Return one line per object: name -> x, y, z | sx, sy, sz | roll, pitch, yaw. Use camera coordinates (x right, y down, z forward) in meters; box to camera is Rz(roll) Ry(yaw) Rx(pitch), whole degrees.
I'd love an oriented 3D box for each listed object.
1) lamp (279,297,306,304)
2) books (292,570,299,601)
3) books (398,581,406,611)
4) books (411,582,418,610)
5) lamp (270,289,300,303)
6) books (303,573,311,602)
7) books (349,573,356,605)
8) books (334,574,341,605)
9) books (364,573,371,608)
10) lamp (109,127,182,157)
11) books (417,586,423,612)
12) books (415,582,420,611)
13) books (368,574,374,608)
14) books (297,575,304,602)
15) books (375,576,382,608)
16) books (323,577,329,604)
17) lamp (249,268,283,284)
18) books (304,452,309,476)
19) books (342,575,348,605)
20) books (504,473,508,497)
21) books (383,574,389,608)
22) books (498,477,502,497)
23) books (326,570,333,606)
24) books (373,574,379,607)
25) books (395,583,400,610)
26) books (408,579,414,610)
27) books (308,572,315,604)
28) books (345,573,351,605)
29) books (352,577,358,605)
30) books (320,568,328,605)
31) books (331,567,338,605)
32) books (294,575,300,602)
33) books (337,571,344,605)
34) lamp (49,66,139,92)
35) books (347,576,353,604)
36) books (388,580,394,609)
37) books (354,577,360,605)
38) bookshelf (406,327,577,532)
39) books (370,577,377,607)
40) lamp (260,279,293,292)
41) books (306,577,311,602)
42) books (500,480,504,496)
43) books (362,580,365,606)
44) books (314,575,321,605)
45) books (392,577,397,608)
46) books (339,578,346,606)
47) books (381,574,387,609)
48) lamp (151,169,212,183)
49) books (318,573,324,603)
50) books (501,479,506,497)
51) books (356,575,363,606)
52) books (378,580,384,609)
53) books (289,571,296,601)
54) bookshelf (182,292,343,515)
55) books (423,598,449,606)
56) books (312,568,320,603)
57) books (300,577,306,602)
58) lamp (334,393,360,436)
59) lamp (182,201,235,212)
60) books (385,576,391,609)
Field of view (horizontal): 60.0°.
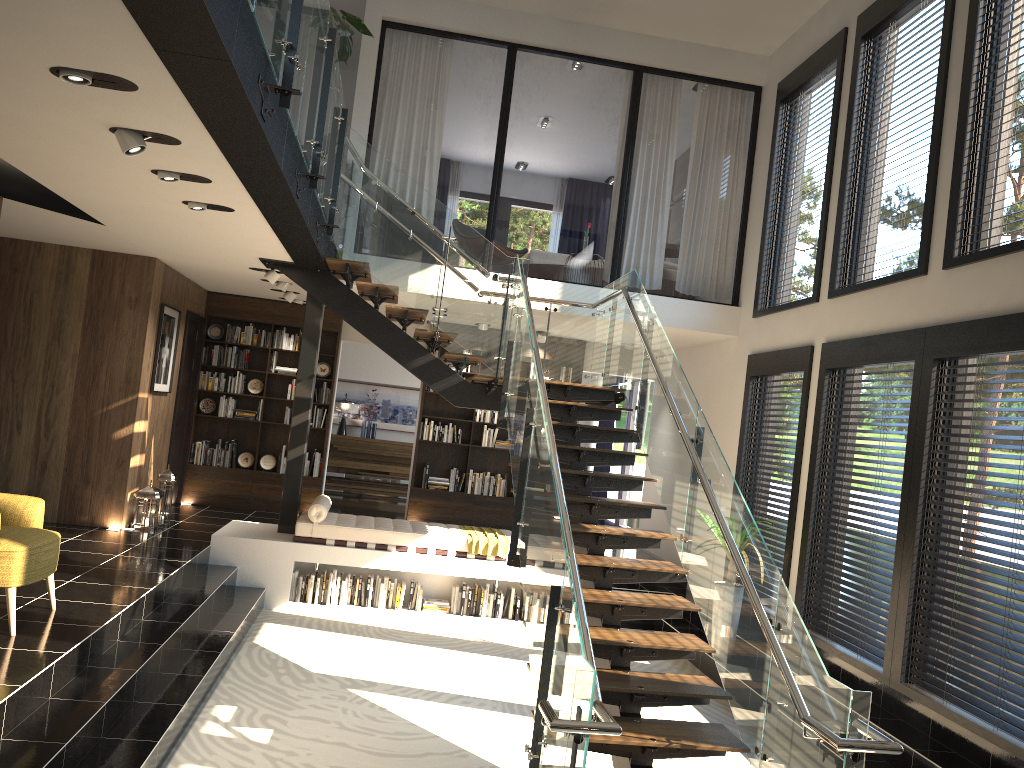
lamp -> -2.735, -1.099, 11.073 | 0.346, 0.177, 0.195 | 7, -2, -8
books -> -2.109, 1.960, 8.640 | 0.024, 0.285, 0.130 | 7, -2, -8
books -> -1.096, 2.101, 8.814 | 0.050, 0.258, 0.215 | 7, -2, -8
books -> -0.977, 2.121, 8.880 | 0.045, 0.251, 0.142 | 7, -2, -8
lamp -> -2.635, -1.079, 10.300 | 0.346, 0.262, 0.195 | 7, -2, -8
books -> -2.007, 1.988, 8.673 | 0.030, 0.256, 0.145 | 7, -2, -8
books -> -1.580, 2.030, 8.795 | 0.025, 0.285, 0.137 | 7, -2, -8
books -> -1.706, 2.011, 8.689 | 0.025, 0.282, 0.149 | 7, -2, -8
books -> -1.425, 2.040, 8.766 | 0.033, 0.299, 0.196 | 7, -2, -8
lamp -> -1.840, -1.257, 4.458 | 0.346, 0.247, 0.195 | 7, -2, -8
books -> -0.919, 2.144, 8.862 | 0.030, 0.218, 0.186 | 7, -2, -8
books -> -0.942, 2.122, 8.858 | 0.020, 0.257, 0.154 | 7, -2, -8
books -> -1.398, 2.047, 8.782 | 0.025, 0.293, 0.205 | 7, -2, -8
books -> -2.061, 1.988, 8.634 | 0.027, 0.241, 0.150 | 7, -2, -8
books -> -1.324, 2.059, 8.800 | 0.025, 0.287, 0.169 | 7, -2, -8
books -> -1.812, 2.021, 8.680 | 0.029, 0.237, 0.147 | 7, -2, -8
lamp -> -2.426, -1.124, 8.765 | 0.346, 0.262, 0.195 | 7, -2, -8
books -> -2.650, 1.031, 11.449 | 0.011, 0.300, 0.154 | 7, -2, -8
books -> -1.638, 2.026, 8.719 | 0.021, 0.270, 0.148 | 7, -2, -8
books -> -0.092, 1.344, 11.775 | 0.022, 0.307, 0.131 | 7, -2, -8
books -> -1.248, 2.059, 8.800 | 0.020, 0.305, 0.172 | 7, -2, -8
books -> -0.167, 1.362, 11.734 | 0.028, 0.250, 0.162 | 7, -2, -8
books -> -1.777, 1.988, 8.660 | 0.028, 0.309, 0.211 | 7, -2, -8
books -> -1.348, 2.046, 8.806 | 0.023, 0.308, 0.126 | 7, -2, -8
books -> -1.135, 2.109, 8.800 | 0.028, 0.232, 0.206 | 7, -2, -8
books -> -1.010, 2.100, 8.859 | 0.030, 0.284, 0.176 | 7, -2, -8
books -> -1.950, 1.985, 8.643 | 0.035, 0.273, 0.200 | 7, -2, -8
books -> -1.619, 2.017, 8.745 | 0.020, 0.295, 0.102 | 7, -2, -8
books -> -1.556, 2.045, 8.783 | 0.023, 0.260, 0.133 | 7, -2, -8
books -> -1.833, 1.975, 8.655 | 0.030, 0.322, 0.203 | 7, -2, -8
books -> -1.740, 1.979, 8.686 | 0.051, 0.338, 0.187 | 7, -2, -8
books -> -2.087, 1.990, 8.628 | 0.024, 0.229, 0.171 | 7, -2, -8
books -> -1.683, 1.999, 8.702 | 0.021, 0.313, 0.139 | 7, -2, -8
lamp -> -1.730, -1.324, 3.690 | 0.346, 0.158, 0.195 | 7, -2, -8
books -> -1.607, 2.046, 8.792 | 0.026, 0.246, 0.149 | 7, -2, -8
books -> -1.204, 2.092, 8.825 | 0.034, 0.252, 0.151 | 7, -2, -8
books -> -1.532, 2.046, 8.769 | 0.019, 0.261, 0.183 | 7, -2, -8
bookshelf -> -0.205, 0.639, 11.796 | 2.090, 2.681, 0.273 | 7, -2, -8
books -> -1.375, 2.061, 8.803 | 0.029, 0.271, 0.128 | 7, -2, -8
lamp -> -2.529, -1.117, 9.532 | 0.346, 0.231, 0.195 | 7, -2, -8
books -> -1.984, 2.006, 8.669 | 0.020, 0.225, 0.156 | 7, -2, -8
books -> -0.145, 1.380, 11.757 | 0.026, 0.221, 0.145 | 7, -2, -8
books -> -1.473, 2.068, 8.782 | 0.050, 0.234, 0.149 | 7, -2, -8
books -> -1.891, 2.002, 8.642 | 0.027, 0.254, 0.204 | 7, -2, -8
books -> -1.170, 2.076, 8.840 | 0.036, 0.293, 0.128 | 7, -2, -8
books -> -1.662, 2.038, 8.702 | 0.029, 0.240, 0.165 | 7, -2, -8
books -> -1.271, 2.056, 8.801 | 0.026, 0.305, 0.187 | 7, -2, -8
lamp -> -1.941, -1.270, 5.227 | 0.346, 0.177, 0.195 | 7, -2, -8
books -> -1.868, 1.993, 8.678 | 0.028, 0.279, 0.120 | 7, -2, -8
books -> -0.119, 1.380, 11.760 | 0.026, 0.227, 0.129 | 7, -2, -8
books -> -1.507, 2.038, 8.764 | 0.028, 0.282, 0.173 | 7, -2, -8
books -> -1.298, 2.082, 8.780 | 0.027, 0.246, 0.193 | 7, -2, -8
books -> -2.136, 1.965, 8.652 | 0.025, 0.270, 0.156 | 7, -2, -8
bookshelf -> -3.182, 0.272, 11.395 | 1.704, 2.681, 0.273 | 7, -2, -8
books -> -0.762, 2.187, 8.900 | 0.249, 0.026, 0.148 | 7, -3, -10
books -> -1.920, 1.969, 8.675 | 0.029, 0.314, 0.163 | 7, -2, -8
books -> -2.039, 2.007, 8.665 | 0.029, 0.211, 0.130 | 7, -2, -8
lamp -> -2.817, 0.513, 14.879 | 0.470, 0.725, 0.470 | 7, -2, -15
lamp -> -2.046, -1.247, 5.996 | 0.346, 0.177, 0.195 | 7, -2, -8
books -> -1.228, 2.068, 8.806 | 0.023, 0.293, 0.157 | 7, -2, -8
